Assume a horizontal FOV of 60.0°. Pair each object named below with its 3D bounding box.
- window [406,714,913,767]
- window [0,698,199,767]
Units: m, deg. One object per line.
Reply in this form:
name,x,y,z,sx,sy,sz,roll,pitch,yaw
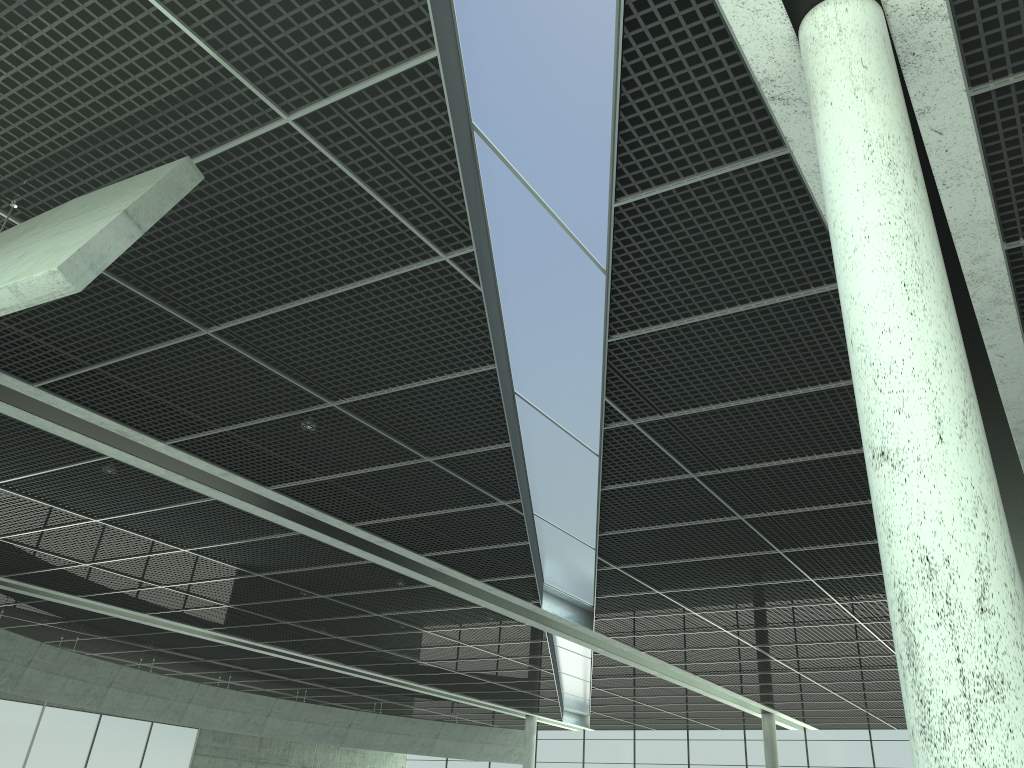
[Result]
window,3.016,21.934,49.639,99.682,16.085,100.637,-14,-34,28
window,-39.689,34.646,71.992,0.159,10.665,33.479,-14,-34,29
